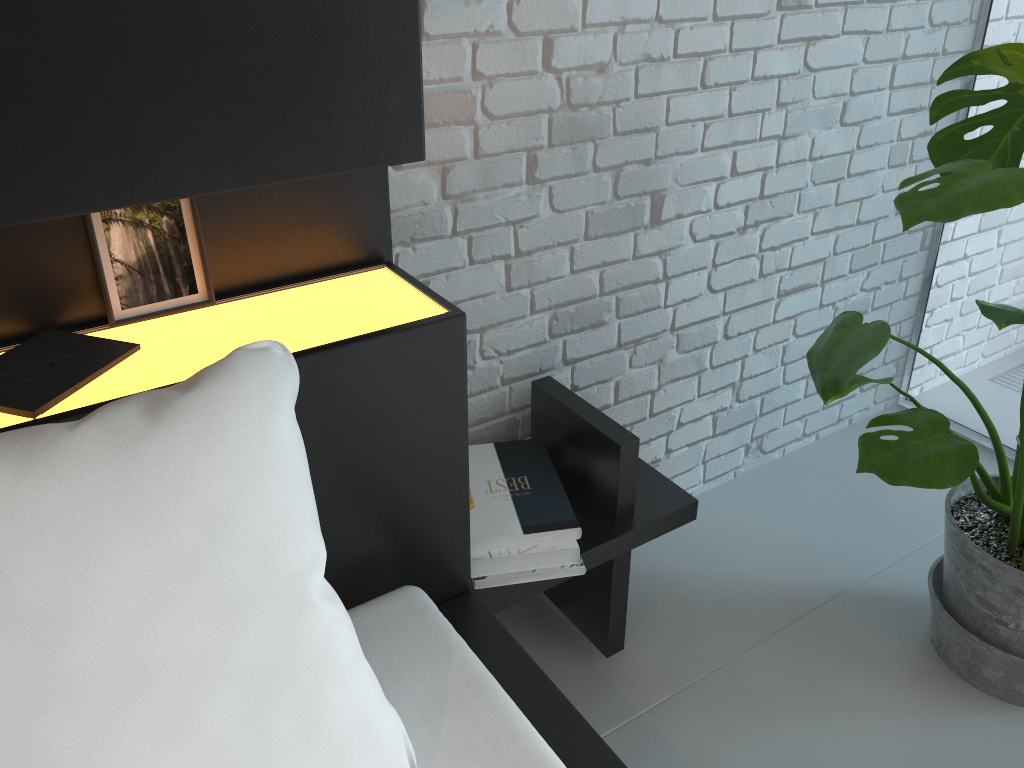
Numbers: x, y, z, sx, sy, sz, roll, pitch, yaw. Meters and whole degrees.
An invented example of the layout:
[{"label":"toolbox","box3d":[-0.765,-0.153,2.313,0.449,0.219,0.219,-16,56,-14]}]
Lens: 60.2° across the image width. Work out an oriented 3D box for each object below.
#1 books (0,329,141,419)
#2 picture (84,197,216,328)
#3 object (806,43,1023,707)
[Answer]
[{"label":"books","box3d":[-0.501,-0.014,0.943,0.125,0.012,0.164,8,29,14]},{"label":"picture","box3d":[-0.431,-0.157,1.054,0.126,0.152,0.037,-17,30,-31]},{"label":"object","box3d":[0.983,0.046,1.349,0.991,1.014,0.879,-7,27,-14]}]
